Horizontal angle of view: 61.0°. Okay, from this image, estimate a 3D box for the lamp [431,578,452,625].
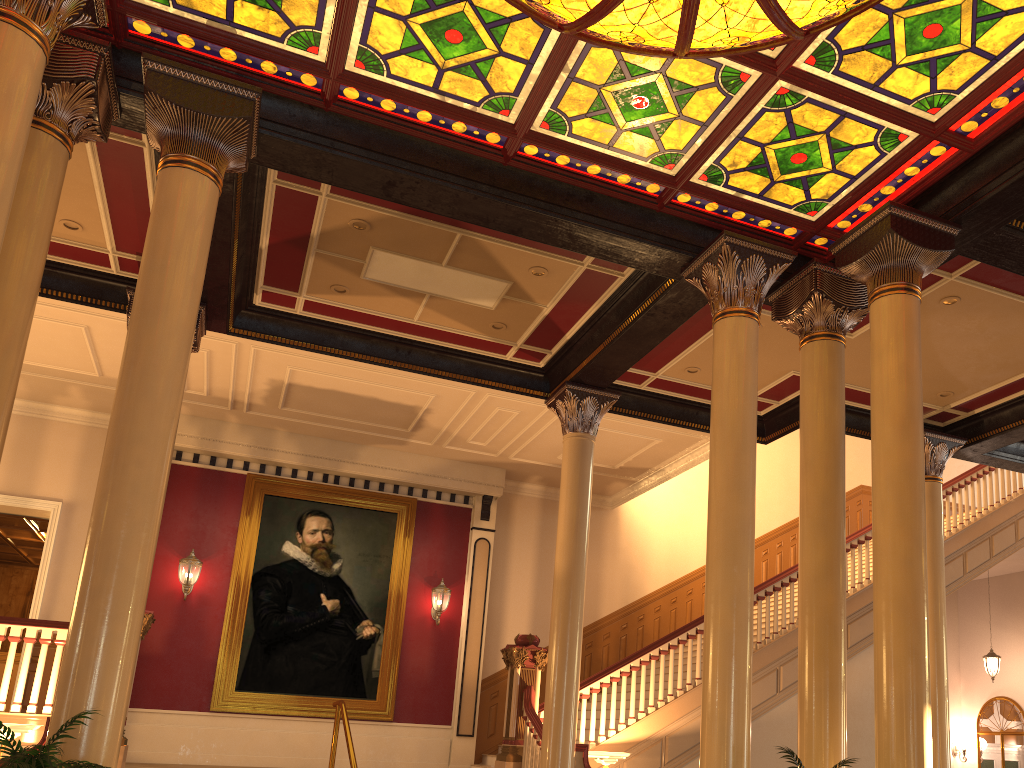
[{"bbox_3d":[-1.114,3.362,13.410,0.328,0.702,0.398,9,-17,-18],"label":"lamp"}]

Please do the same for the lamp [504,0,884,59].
[{"bbox_3d":[0.835,-2.329,3.674,3.105,0.580,3.028,11,-23,-20],"label":"lamp"}]

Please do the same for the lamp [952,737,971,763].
[{"bbox_3d":[8.884,7.213,17.161,0.277,0.479,0.374,9,-18,-18],"label":"lamp"}]

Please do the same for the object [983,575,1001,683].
[{"bbox_3d":[-3.250,0.974,6.465,31.678,4.153,0.656,20,-21,-36],"label":"object"}]

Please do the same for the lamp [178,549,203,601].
[{"bbox_3d":[-4.497,2.657,12.106,0.328,0.702,0.398,9,-17,-18],"label":"lamp"}]

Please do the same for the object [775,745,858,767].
[{"bbox_3d":[1.763,3.269,5.200,1.049,2.069,1.108,-5,-18,28],"label":"object"}]

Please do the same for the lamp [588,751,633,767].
[{"bbox_3d":[0.973,5.042,9.467,0.582,1.935,0.602,4,-14,-1],"label":"lamp"}]

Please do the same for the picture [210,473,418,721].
[{"bbox_3d":[-2.835,3.162,12.881,2.634,3.320,0.055,10,-15,-21],"label":"picture"}]

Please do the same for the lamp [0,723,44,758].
[{"bbox_3d":[-4.498,3.898,7.350,0.614,1.935,0.570,15,-18,-36],"label":"lamp"}]

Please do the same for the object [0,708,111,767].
[{"bbox_3d":[-2.140,2.447,3.666,1.133,2.069,1.026,13,-18,-30],"label":"object"}]
